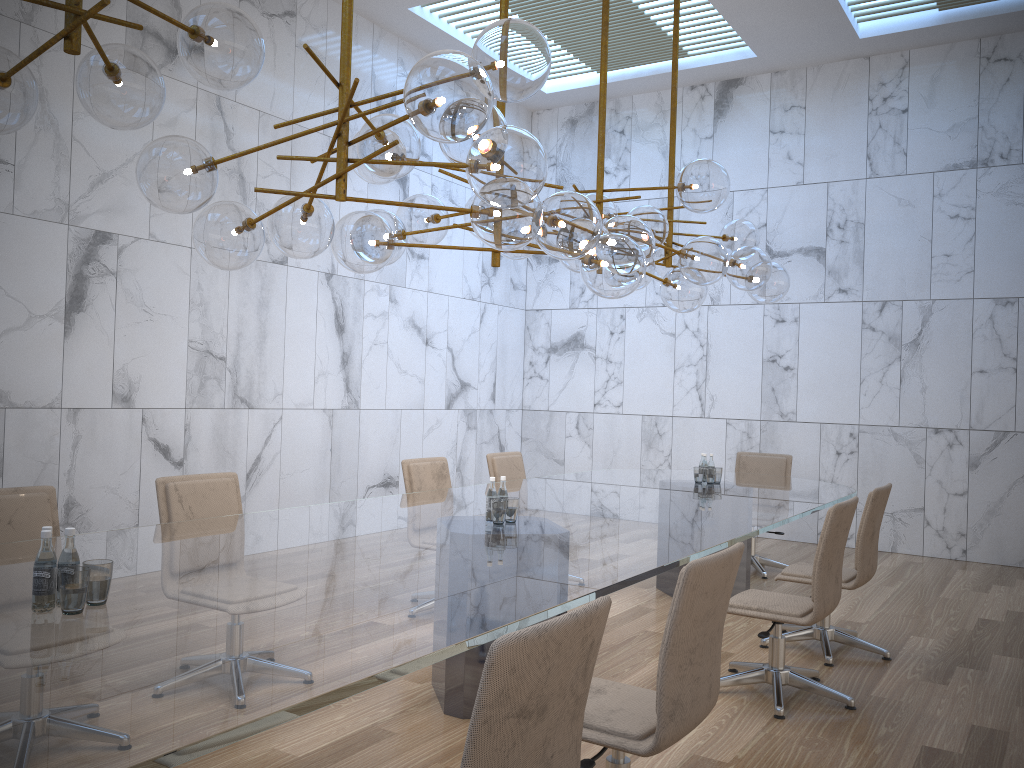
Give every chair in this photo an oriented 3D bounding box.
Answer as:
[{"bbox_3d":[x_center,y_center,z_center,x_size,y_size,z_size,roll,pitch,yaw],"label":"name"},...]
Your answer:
[{"bbox_3d":[0.158,1.035,6.705,0.697,1.000,0.726,2,-1,32],"label":"chair"},{"bbox_3d":[2.090,1.109,7.687,0.726,1.000,0.697,2,-1,33],"label":"chair"},{"bbox_3d":[1.893,1.078,5.264,0.697,1.000,0.726,2,-1,32],"label":"chair"},{"bbox_3d":[-1.357,0.960,4.296,0.697,1.000,0.726,2,-1,32],"label":"chair"},{"bbox_3d":[-1.882,0.934,3.460,0.697,1.000,0.726,2,-1,32],"label":"chair"},{"bbox_3d":[0.380,1.003,2.857,0.697,1.000,0.726,2,-1,32],"label":"chair"},{"bbox_3d":[1.365,1.052,4.423,0.697,1.000,0.726,2,-1,32],"label":"chair"},{"bbox_3d":[-0.151,0.977,2.011,0.697,1.000,0.726,2,-1,32],"label":"chair"},{"bbox_3d":[-0.374,1.009,5.858,0.697,1.000,0.726,2,-1,32],"label":"chair"}]

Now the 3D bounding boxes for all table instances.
[{"bbox_3d":[-0.070,1.079,4.253,2.092,0.835,7.924,2,-1,32],"label":"table"}]

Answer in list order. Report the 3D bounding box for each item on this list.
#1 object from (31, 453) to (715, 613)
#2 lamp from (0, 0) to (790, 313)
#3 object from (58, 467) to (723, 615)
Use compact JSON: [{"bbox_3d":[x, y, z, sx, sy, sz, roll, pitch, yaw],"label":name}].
[{"bbox_3d":[0.107,0.564,4.538,0.124,0.213,5.189,2,-1,32],"label":"object"},{"bbox_3d":[-0.042,-1.734,4.182,1.557,2.716,5.672,2,-1,32],"label":"lamp"},{"bbox_3d":[0.139,0.613,4.501,0.183,0.117,5.112,2,-1,32],"label":"object"}]
